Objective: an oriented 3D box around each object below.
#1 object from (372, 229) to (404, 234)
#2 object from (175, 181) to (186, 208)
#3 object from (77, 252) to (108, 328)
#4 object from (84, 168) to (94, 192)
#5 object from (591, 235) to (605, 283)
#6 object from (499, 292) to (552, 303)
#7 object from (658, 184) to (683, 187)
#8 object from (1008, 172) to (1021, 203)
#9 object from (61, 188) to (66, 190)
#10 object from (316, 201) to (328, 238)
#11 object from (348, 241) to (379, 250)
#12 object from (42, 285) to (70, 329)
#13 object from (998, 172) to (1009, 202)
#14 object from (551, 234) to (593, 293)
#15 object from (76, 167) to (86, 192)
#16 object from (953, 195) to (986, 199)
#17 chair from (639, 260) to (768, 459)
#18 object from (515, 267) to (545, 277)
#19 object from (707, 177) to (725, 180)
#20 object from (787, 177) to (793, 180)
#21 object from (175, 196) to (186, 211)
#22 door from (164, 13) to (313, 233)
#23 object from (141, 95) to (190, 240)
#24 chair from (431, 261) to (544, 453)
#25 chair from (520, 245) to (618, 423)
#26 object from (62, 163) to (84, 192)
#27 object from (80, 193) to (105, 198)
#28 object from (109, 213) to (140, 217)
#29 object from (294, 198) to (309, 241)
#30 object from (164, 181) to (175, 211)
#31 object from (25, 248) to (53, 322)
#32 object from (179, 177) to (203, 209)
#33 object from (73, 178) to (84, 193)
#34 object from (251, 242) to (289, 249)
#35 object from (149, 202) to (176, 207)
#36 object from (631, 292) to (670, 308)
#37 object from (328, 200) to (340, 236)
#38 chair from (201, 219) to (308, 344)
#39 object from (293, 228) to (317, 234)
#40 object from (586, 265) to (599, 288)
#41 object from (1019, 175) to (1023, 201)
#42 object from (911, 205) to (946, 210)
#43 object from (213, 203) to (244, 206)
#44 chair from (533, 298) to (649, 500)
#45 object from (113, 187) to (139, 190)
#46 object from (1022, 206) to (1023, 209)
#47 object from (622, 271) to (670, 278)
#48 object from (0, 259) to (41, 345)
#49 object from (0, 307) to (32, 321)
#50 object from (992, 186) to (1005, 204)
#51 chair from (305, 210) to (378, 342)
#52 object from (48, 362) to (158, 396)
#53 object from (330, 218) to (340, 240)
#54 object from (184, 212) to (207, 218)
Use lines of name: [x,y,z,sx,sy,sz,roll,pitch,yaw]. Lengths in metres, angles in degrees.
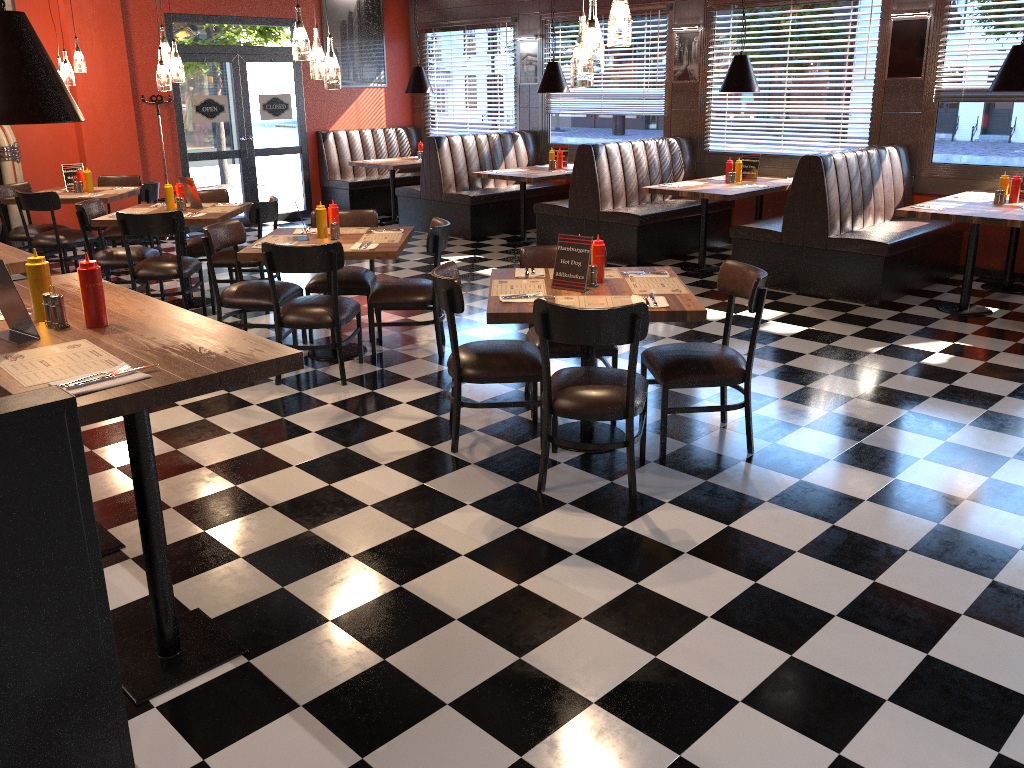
object: [-0.862,-1.037,5.997,0.255,0.019,0.159,-1,19,0]
object: [-2.709,-1.549,7.241,0.068,0.235,0.068,-14,21,-37]
object: [-1.327,-0.298,2.798,0.068,0.235,0.068,5,18,19]
object: [-4.088,-1.975,8.553,0.068,0.235,0.068,14,22,40]
object: [0.424,-0.619,4.372,0.068,0.235,0.068,-1,17,-2]
object: [0.069,-0.403,4.087,0.255,0.019,0.159,-2,19,-5]
object: [1.536,-1.892,8.431,0.158,0.019,0.256,-18,25,-41]
object: [3.959,-1.544,6.969,0.068,0.235,0.068,10,20,31]
object: [-4.396,-1.952,8.835,0.157,0.019,0.258,-3,19,-5]
object: [-1.240,-1.071,5.772,0.068,0.235,0.068,-14,21,-37]
object: [-0.907,-0.856,5.464,0.157,0.019,0.258,0,19,3]
object: [-1.453,-0.247,2.812,0.094,0.134,0.047,12,21,35]
object: [3.907,-1.569,7.044,0.068,0.235,0.068,10,20,31]
object: [0.286,-0.577,4.226,0.189,0.254,0.073,11,20,34]
object: [-4.175,-1.985,8.585,0.068,0.235,0.068,14,22,40]
object: [3.804,-1.549,7.329,0.256,0.019,0.158,17,26,42]
chair: [0.942,-0.136,4.340,0.544,0.857,0.492,-2,17,-5]
object: [0.094,-0.581,4.611,0.157,0.019,0.258,0,19,1]
object: [2.122,-2.085,8.976,0.256,0.019,0.158,15,24,39]
object: [2.862,-2.060,8.875,0.158,0.019,0.257,-15,24,-37]
object: [-2.682,-1.469,7.163,0.094,0.134,0.047,11,21,34]
door: [-3.396,-3.312,11.266,0.129,2.541,1.812,15,23,43]
object: [-4.081,-2.543,10.425,0.375,1.638,0.378,-7,18,-21]
chair: [-0.116,-0.151,4.423,0.544,0.857,0.492,-2,17,-5]
chair: [0.303,-0.298,4.842,0.486,0.857,0.551,-2,17,-5]
object: [-4.263,-2.012,8.638,0.189,0.254,0.073,-13,20,-33]
object: [-3.907,-1.761,8.252,0.157,0.019,0.258,0,19,4]
object: [-3.010,-1.328,6.938,0.255,0.019,0.159,-3,19,-6]
object: [-1.364,-1.069,5.742,0.072,0.254,0.190,-5,18,-14]
object: [-2.776,-1.527,7.179,0.068,0.235,0.068,-14,21,-37]
object: [-1.533,-0.324,2.880,0.068,0.235,0.068,5,18,19]
object: [-2.637,-1.572,7.276,0.189,0.254,0.073,11,20,34]
object: [-4.164,-1.907,8.513,0.047,0.134,0.094,15,23,43]
object: [-1.479,-0.864,5.508,0.255,0.019,0.159,0,19,2]
object: [-2.965,-1.517,7.494,0.157,0.019,0.258,-1,19,0]
object: [0.621,-0.381,4.002,0.157,0.019,0.258,0,19,3]
object: [-1.172,-1.093,5.833,0.068,0.235,0.068,-14,21,-37]
chair: [-1.731,-0.634,5.914,0.544,0.857,0.492,2,17,9]
object: [-1.407,-1.045,6.039,0.157,0.019,0.258,-3,19,-6]
object: [0.375,-0.542,4.306,0.094,0.134,0.047,11,21,34]
object: [4.148,-1.598,7.093,0.072,0.254,0.190,-5,18,-14]
object: [3.199,-1.350,6.766,0.158,0.019,0.257,-15,23,-36]
object: [-2.409,-1.519,7.480,0.255,0.019,0.159,0,19,3]
chair: [0.360,0.013,3.923,0.486,0.857,0.551,3,18,12]
object: [-3.852,-1.942,8.784,0.255,0.019,0.159,-1,19,1]
object: [3.937,-1.325,6.663,0.256,0.019,0.158,15,24,39]
object: [0.680,-0.567,4.549,0.255,0.019,0.159,1,19,4]
object: [-1.528,-0.265,2.677,0.189,0.254,0.073,12,21,35]
object: [-1.725,-0.236,2.967,0.158,0.019,0.257,15,24,39]
object: [3.827,-1.482,6.952,0.094,0.134,0.047,-7,18,-19]
chair: [-1.206,-0.792,6.359,0.486,0.857,0.551,-1,17,0]
object: [-1.053,-0.021,2.307,0.158,0.019,0.257,15,24,39]
object: [-1.149,-1.007,5.738,0.047,0.134,0.095,1,17,5]
object: [-2.478,-1.321,6.897,0.157,0.019,0.258,0,19,2]
